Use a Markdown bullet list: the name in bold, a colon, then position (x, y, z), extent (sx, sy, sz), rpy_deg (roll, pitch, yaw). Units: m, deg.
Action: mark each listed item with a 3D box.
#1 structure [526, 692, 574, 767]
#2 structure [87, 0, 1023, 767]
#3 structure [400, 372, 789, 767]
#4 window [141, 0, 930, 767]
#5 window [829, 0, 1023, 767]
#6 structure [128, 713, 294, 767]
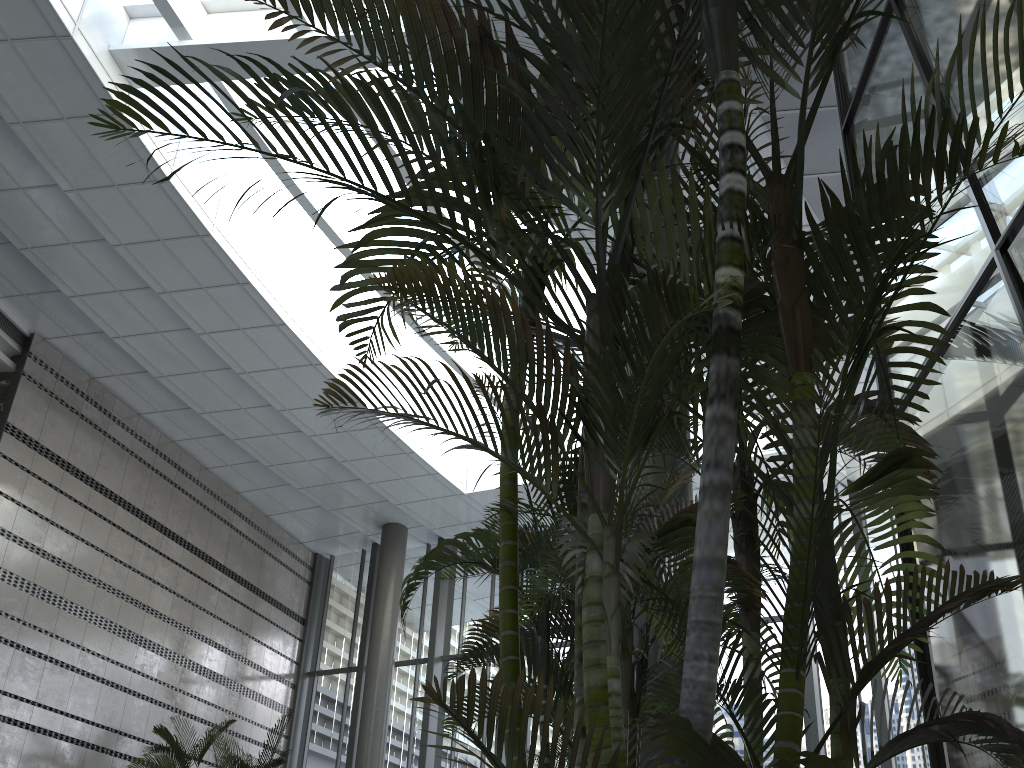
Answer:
- **structure**: position (0.607, 3.734, 6.145), extent (1.404, 3.083, 1.370), rpy_deg (-1, -26, 8)
- **structure**: position (0.244, 0.189, 1.957), extent (2.430, 4.150, 2.839), rpy_deg (1, -28, 4)
- **structure**: position (0.392, 1.725, 3.452), extent (1.640, 3.323, 2.298), rpy_deg (-1, -28, 7)
- **window**: position (-2.427, 1.022, 7.458), extent (13.837, 8.981, 20.521), rpy_deg (-18, -38, 30)
- **window**: position (4.680, 1.021, 5.570), extent (4.218, 7.143, 17.227), rpy_deg (-8, -34, 20)
- **structure**: position (-4.011, 6.552, 11.347), extent (2.540, 4.151, 2.716), rpy_deg (-12, -31, 26)
